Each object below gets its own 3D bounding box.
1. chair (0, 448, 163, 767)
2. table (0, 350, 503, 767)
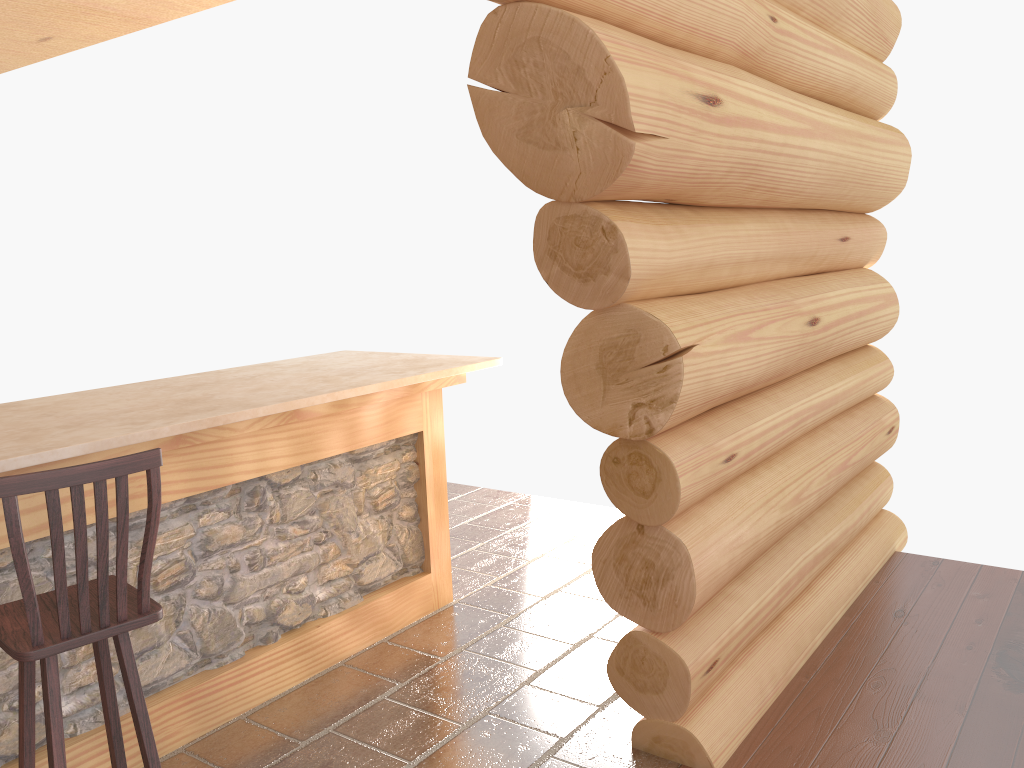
[{"bbox_3d":[-1.223,0.836,2.521,0.406,1.319,0.504,-10,12,-43],"label":"chair"},{"bbox_3d":[-1.439,0.680,3.830,1.196,1.257,3.220,4,11,36],"label":"table"}]
